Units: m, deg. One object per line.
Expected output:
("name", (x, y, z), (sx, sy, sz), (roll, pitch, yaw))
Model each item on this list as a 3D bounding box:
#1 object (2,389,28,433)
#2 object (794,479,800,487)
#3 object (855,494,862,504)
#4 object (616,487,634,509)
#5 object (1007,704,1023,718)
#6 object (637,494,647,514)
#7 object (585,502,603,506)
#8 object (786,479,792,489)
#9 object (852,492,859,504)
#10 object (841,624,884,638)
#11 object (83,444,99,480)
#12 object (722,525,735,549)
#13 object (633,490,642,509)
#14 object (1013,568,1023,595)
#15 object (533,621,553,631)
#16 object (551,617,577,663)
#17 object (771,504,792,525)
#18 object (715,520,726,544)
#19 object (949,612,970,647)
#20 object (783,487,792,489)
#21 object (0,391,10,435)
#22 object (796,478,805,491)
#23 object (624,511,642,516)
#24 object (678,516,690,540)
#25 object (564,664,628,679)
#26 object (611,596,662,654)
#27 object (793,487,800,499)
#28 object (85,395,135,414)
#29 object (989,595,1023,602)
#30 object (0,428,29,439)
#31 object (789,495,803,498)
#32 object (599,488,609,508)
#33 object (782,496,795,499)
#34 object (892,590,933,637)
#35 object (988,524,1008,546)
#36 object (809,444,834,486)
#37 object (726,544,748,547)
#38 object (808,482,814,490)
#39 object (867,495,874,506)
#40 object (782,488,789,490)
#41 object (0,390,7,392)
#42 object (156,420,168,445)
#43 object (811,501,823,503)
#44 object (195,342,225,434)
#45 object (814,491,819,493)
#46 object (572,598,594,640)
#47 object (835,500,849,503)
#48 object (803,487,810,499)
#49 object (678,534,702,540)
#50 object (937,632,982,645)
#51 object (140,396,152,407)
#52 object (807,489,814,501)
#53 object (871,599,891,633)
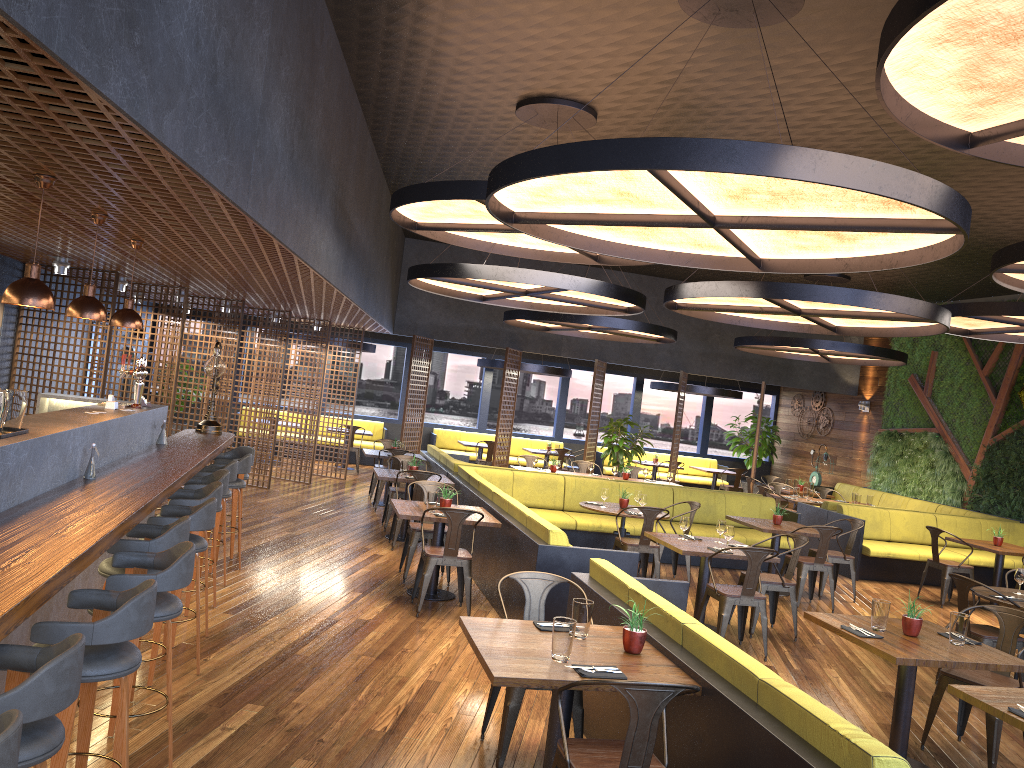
("object", (-2.433, 0.134, 4.332), (0.105, 0.209, 0.105), (7, -1, 23))
("object", (5.216, 1.848, 16.273), (0.102, 0.178, 0.102), (7, -1, 23))
("object", (5.557, 1.870, 14.252), (0.102, 0.178, 0.102), (7, -1, 23))
("object", (1.251, 1.252, 9.908), (0.238, 0.271, 0.260), (7, -1, 9))
("object", (2.289, 1.448, 3.880), (0.157, 0.019, 0.255), (7, -1, -13))
("object", (1.423, 1.307, 9.667), (0.097, 0.206, 0.097), (7, -1, 12))
("object", (0.949, 1.346, 9.969), (0.255, 0.019, 0.157), (7, -1, 20))
("object", (5.035, 1.824, 16.154), (0.102, 0.178, 0.102), (7, -1, -27))
("object", (5.653, 1.885, 14.621), (0.102, 0.178, 0.102), (7, -1, -27))
("object", (2.015, 1.427, 5.142), (0.157, 0.019, 0.255), (7, -1, -13))
("object", (-2.442, 0.446, 5.153), (0.069, 0.203, 0.114), (7, -1, -23))
("object", (1.898, 1.347, 7.774), (0.097, 0.206, 0.097), (7, -1, -21))
("object", (1.423, 1.311, 10.052), (0.097, 0.206, 0.097), (7, -1, 26))
("object", (4.180, 1.622, 7.291), (0.097, 0.206, 0.097), (7, -1, -6))
("object", (0.240, 1.202, 4.406), (0.255, 0.019, 0.157), (7, -1, -13))
("object", (0.220, 1.114, 3.855), (0.102, 0.178, 0.102), (7, -1, 23))
("object", (3.061, 1.477, 10.161), (0.260, 0.271, 0.238), (7, -1, 23))
("object", (1.910, 1.352, 8.116), (0.097, 0.206, 0.097), (7, -1, -12))
("object", (2.573, 1.415, 5.112), (0.102, 0.178, 0.102), (7, -1, -7))
("object", (5.123, 1.918, 16.417), (0.255, 0.019, 0.157), (7, -1, -13))
("object", (-2.384, 0.138, 4.089), (0.105, 0.209, 0.105), (7, -1, 23))
("object", (5.235, 1.801, 16.078), (0.238, 0.271, 0.260), (7, -1, 9))
("object", (1.293, 1.384, 9.540), (0.157, 0.019, 0.255), (7, -1, -6))
("object", (1.562, 1.308, 8.047), (0.097, 0.206, 0.097), (7, -1, -21))
("object", (0.350, 1.209, 3.751), (0.255, 0.019, 0.157), (7, -1, -13))
("object", (0.583, 1.114, 4.139), (0.238, 0.271, 0.260), (7, -1, -7))
("object", (4.560, 1.747, 14.227), (0.102, 0.178, 0.102), (7, -1, -27))
("object", (-2.904, 0.149, 6.439), (0.200, 0.106, 0.766), (7, -1, -12))
("object", (3.905, 1.680, 6.969), (0.255, 0.019, 0.157), (7, -1, -14))
("object", (-2.496, 0.221, 4.194), (0.273, 0.019, 0.437), (7, -1, -12))
("object", (4.667, 1.844, 14.532), (0.157, 0.019, 0.255), (7, -1, -13))
("object", (1.023, 1.259, 9.807), (0.097, 0.206, 0.097), (7, -1, 29))
("object", (4.408, 1.808, 14.143), (0.157, 0.019, 0.255), (7, -1, -13))
("object", (2.348, 1.342, 5.210), (0.238, 0.271, 0.260), (7, -1, 27))
("object", (5.917, 1.834, 10.800), (0.260, 0.271, 0.238), (7, -1, 27))
("object", (6.474, 2.073, 18.680), (0.459, 1.615, 0.848), (7, -1, -12))
("object", (2.037, 1.461, 8.010), (0.255, 0.019, 0.157), (7, -1, -12))
("object", (5.405, 1.869, 16.053), (0.102, 0.178, 0.102), (7, -1, 23))
("object", (5.808, 1.902, 14.395), (0.102, 0.178, 0.102), (7, -1, -27))
("object", (4.883, 1.885, 16.070), (0.157, 0.019, 0.255), (7, -1, -13))
("object", (-2.457, 0.130, 4.196), (0.105, 0.209, 0.105), (7, -1, 23))
("object", (-2.959, 0.406, 7.504), (0.114, 0.203, 0.069), (7, -1, 22))
("object", (4.806, 1.855, 13.926), (0.255, 0.019, 0.157), (7, -1, -13))
("object", (-3.066, 0.035, 9.138), (0.263, 0.944, 0.566), (7, -1, -20))
("object", (5.538, 1.966, 16.136), (0.157, 0.019, 0.255), (7, -1, -13))
("object", (0.333, 1.132, 4.263), (0.102, 0.178, 0.102), (7, -1, -27))
("object", (5.481, 1.945, 14.710), (0.157, 0.019, 0.255), (7, -1, -13))
("object", (4.787, 1.777, 14.431), (0.102, 0.178, 0.102), (7, -1, -27))
("object", (1.655, 1.415, 8.185), (0.157, 0.019, 0.255), (7, -1, -12))
("object", (2.666, 1.508, 5.252), (0.157, 0.019, 0.255), (7, -1, -13))
("object", (-3.119, 0.140, 7.517), (0.091, 0.091, 0.177), (7, -1, -37))
("object", (4.733, 1.767, 14.071), (0.102, 0.178, 0.102), (7, -1, 23))
("object", (2.167, 1.366, 5.227), (0.102, 0.178, 0.102), (6, -1, 43))
